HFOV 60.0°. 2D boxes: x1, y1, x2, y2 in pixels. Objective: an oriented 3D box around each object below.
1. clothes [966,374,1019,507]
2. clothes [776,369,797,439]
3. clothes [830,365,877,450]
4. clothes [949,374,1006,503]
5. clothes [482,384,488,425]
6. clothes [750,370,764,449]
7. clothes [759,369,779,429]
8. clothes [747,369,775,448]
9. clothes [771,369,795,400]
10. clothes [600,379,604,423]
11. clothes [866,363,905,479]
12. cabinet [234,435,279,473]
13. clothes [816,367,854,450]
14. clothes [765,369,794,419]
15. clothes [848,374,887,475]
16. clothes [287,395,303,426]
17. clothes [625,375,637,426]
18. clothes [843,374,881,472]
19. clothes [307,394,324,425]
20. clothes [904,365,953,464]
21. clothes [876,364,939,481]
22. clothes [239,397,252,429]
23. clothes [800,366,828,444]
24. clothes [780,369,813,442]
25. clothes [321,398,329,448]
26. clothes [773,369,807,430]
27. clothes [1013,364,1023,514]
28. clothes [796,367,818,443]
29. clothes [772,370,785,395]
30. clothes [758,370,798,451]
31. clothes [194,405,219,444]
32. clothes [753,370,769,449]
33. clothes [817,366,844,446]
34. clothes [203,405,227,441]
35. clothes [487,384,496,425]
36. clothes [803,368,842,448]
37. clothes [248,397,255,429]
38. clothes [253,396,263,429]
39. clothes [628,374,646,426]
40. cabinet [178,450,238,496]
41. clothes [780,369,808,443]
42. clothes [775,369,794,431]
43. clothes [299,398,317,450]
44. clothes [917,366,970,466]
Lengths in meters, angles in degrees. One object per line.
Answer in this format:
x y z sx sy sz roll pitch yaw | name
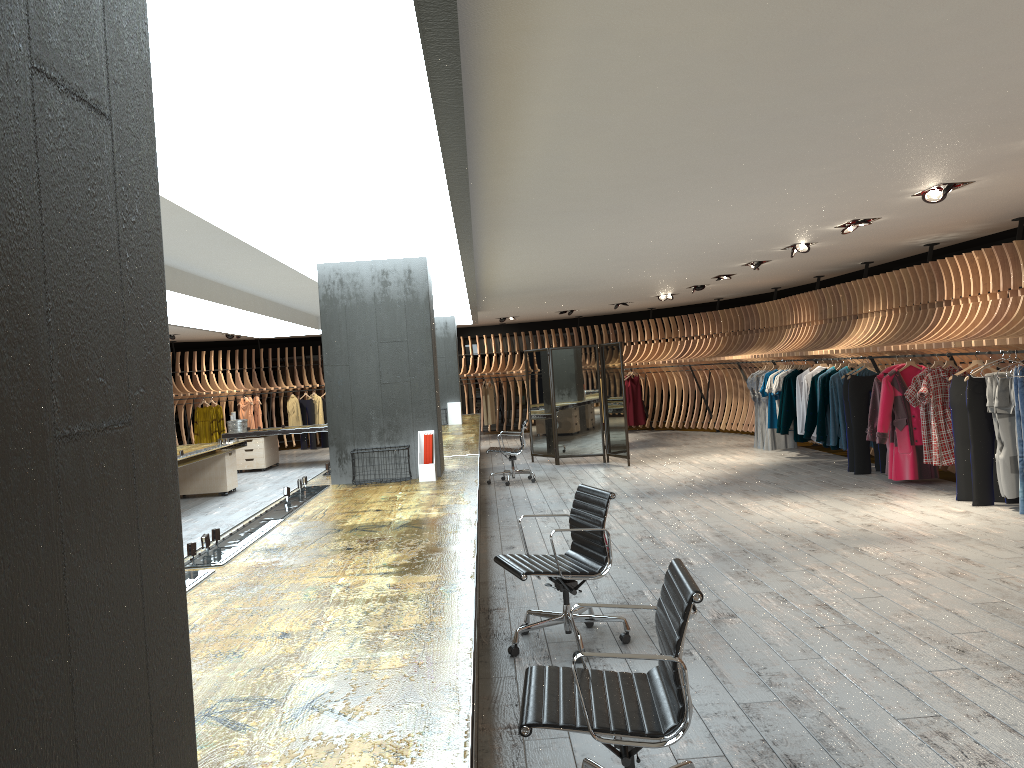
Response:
4.552 0.568 8.328 0.539 1.353 0.087 -4 0 -2 | clothes
4.365 0.306 13.217 0.913 1.081 0.238 -4 0 -2 | clothes
4.438 0.296 11.398 0.715 1.088 0.257 -4 0 4 | clothes
4.527 0.567 8.531 0.539 1.353 0.087 -4 0 38 | clothes
-0.632 0.504 21.710 0.096 0.988 0.465 -4 0 10 | clothes
4.320 0.479 14.699 0.677 1.434 0.203 -4 0 -12 | clothes
4.277 0.242 13.972 0.738 0.971 0.167 -4 0 7 | clothes
4.314 0.477 14.839 0.677 1.434 0.204 -4 0 13 | clothes
4.372 0.238 13.781 0.743 0.960 0.167 -4 0 -8 | clothes
2.251 0.343 20.084 0.777 1.053 0.151 -4 0 -2 | clothes
4.473 0.420 10.165 0.840 1.312 0.321 -4 0 -3 | clothes
-4.927 1.330 17.100 0.593 0.630 1.131 -4 1 -2 | cabinet
4.424 0.321 11.712 0.913 1.081 0.238 -4 0 -2 | clothes
4.337 0.226 13.831 0.743 0.931 0.158 -4 0 2 | clothes
4.443 0.537 10.922 0.539 1.353 0.087 -4 0 3 | clothes
-5.234 0.713 21.246 0.250 0.890 0.704 -4 0 -41 | clothes
2.686 0.360 19.669 0.444 1.129 0.126 -4 0 -5 | clothes
4.455 0.533 11.115 0.539 1.353 0.087 -4 0 23 | clothes
-4.757 0.677 21.471 0.704 0.890 0.250 -4 0 39 | clothes
4.488 0.322 9.257 0.760 1.020 0.187 -4 0 -1 | clothes
4.482 0.424 9.876 0.839 1.312 0.321 -4 0 7 | clothes
-6.197 0.884 20.663 0.447 1.156 0.125 -4 0 33 | clothes
4.361 0.297 12.400 0.733 1.106 0.165 -4 0 -2 | clothes
4.377 0.307 13.095 0.913 1.081 0.238 -4 0 -2 | clothes
-4.446 0.982 21.560 0.539 1.353 0.087 -4 0 23 | clothes
4.325 0.231 13.374 0.734 0.937 0.164 -4 0 2 | clothes
4.545 0.592 7.766 0.277 1.543 0.316 -4 0 -3 | clothes
4.411 0.291 12.592 0.733 1.106 0.165 -4 0 3 | clothes
4.374 0.223 13.640 0.742 0.938 0.162 -4 0 -8 | clothes
4.327 0.483 14.422 0.677 1.434 0.203 -4 0 -17 | clothes
-6.914 1.006 20.024 0.664 1.045 0.168 -4 0 29 | clothes
4.324 0.481 14.558 0.677 1.434 0.204 -4 0 13 | clothes
4.424 0.291 11.836 0.715 1.088 0.257 -4 0 -6 | clothes
-6.788 0.995 20.156 0.664 1.045 0.168 -4 0 29 | clothes
-0.514 0.496 21.687 0.096 0.988 0.465 -4 0 15 | clothes
4.404 0.317 12.067 0.913 1.081 0.238 -4 0 3 | clothes
-6.103 0.877 20.733 0.125 1.156 0.447 -4 0 -32 | clothes
-5.965 0.866 20.821 0.125 1.156 0.447 -4 0 -37 | clothes
2.738 0.358 19.591 0.444 1.129 0.126 -4 0 -30 | clothes
-4.803 1.376 13.400 1.131 0.630 0.593 -4 0 -2 | cabinet
4.372 0.308 13.008 0.913 1.081 0.238 -4 0 3 | clothes
4.335 0.243 13.561 0.743 0.950 0.167 -4 0 -18 | clothes
-4.927 1.017 21.374 0.539 1.353 0.087 -4 0 33 | clothes
4.480 0.323 9.034 0.760 1.030 0.179 -4 0 -16 | clothes
